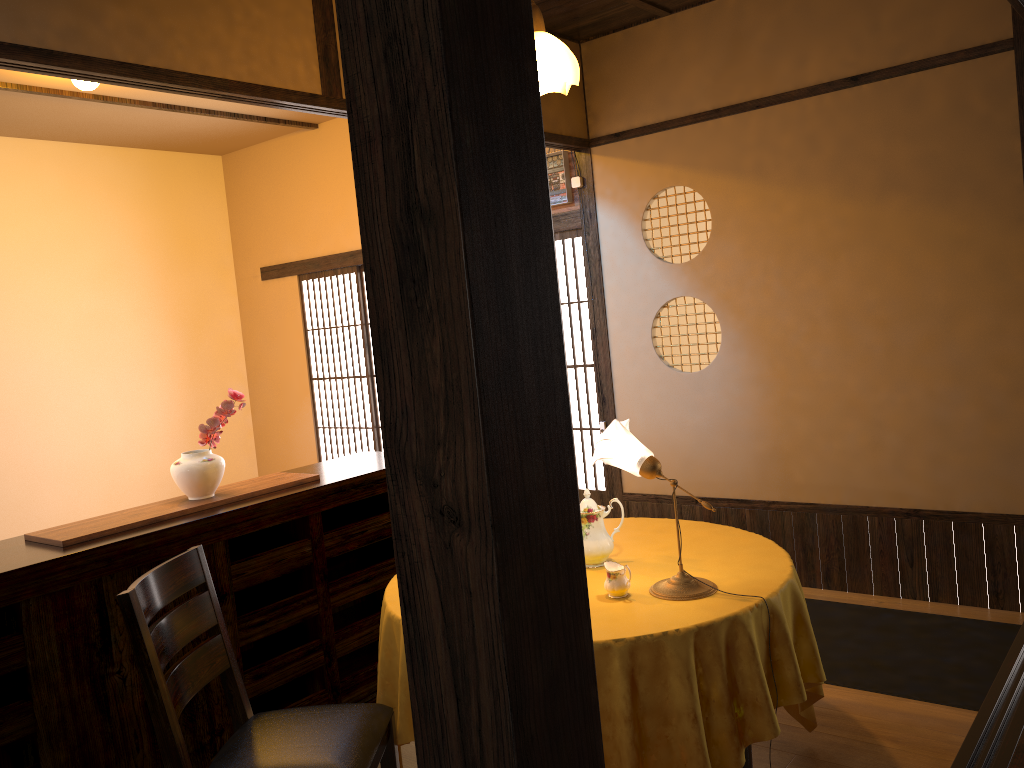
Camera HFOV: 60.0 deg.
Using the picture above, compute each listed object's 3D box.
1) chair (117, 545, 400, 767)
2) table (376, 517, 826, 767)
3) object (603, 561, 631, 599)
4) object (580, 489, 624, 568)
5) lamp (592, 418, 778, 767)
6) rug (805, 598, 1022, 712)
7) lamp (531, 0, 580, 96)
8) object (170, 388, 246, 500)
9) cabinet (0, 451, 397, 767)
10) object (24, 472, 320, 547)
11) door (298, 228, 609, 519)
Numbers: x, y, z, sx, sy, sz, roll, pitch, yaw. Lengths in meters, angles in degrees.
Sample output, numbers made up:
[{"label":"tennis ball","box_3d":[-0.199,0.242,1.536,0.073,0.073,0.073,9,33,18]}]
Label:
[{"label":"chair","box_3d":[-0.652,0.946,2.400,0.577,0.959,0.492,-5,3,4]},{"label":"table","box_3d":[0.269,0.945,2.919,1.443,0.694,1.446,-2,5,39]},{"label":"object","box_3d":[0.309,0.569,2.589,0.083,0.098,0.078,-5,4,8]},{"label":"object","box_3d":[0.264,0.469,2.923,0.154,0.252,0.163,-8,4,-38]},{"label":"lamp","box_3d":[0.512,0.692,2.587,0.511,1.201,0.198,-3,4,39]},{"label":"rug","box_3d":[0.857,1.126,4.285,2.952,0.005,0.904,-2,6,39]},{"label":"lamp","box_3d":[0.053,-1.335,2.820,0.277,0.809,0.249,-7,3,-29]},{"label":"object","box_3d":[-1.100,0.217,3.261,0.322,0.377,0.189,-9,5,-42]},{"label":"cabinet","box_3d":[-1.128,0.925,3.167,0.489,0.969,2.191,-3,5,39]},{"label":"object","box_3d":[-1.165,0.430,3.172,0.267,0.020,1.000,-2,6,39]},{"label":"door","box_3d":[-0.494,0.112,6.080,2.646,1.997,0.066,-3,4,39]}]
